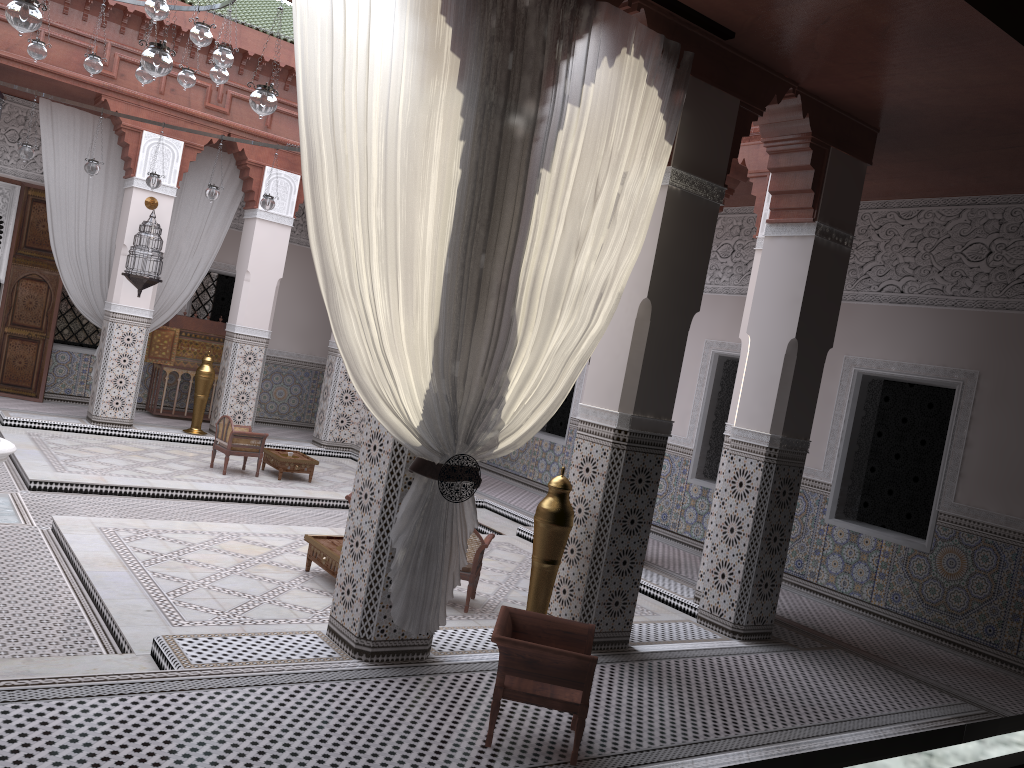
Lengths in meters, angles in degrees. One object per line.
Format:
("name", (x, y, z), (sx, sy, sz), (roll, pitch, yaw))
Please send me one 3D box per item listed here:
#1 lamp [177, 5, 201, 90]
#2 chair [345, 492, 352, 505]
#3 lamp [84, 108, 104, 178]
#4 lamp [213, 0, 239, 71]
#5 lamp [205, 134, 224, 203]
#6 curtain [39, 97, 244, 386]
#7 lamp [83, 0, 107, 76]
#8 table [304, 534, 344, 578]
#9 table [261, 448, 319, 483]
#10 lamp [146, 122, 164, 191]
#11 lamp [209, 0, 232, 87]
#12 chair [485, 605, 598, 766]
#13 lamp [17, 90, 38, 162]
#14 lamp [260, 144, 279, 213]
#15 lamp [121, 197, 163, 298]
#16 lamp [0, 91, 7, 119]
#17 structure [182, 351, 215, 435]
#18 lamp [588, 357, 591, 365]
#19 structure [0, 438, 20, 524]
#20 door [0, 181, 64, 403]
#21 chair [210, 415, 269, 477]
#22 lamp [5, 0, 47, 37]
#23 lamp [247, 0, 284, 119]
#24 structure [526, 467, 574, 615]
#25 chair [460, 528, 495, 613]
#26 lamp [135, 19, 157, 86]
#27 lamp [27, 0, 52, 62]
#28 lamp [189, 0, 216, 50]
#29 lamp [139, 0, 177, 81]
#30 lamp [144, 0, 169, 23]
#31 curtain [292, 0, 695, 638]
("lamp", (-1.399, -1.470, 3.894), (0.091, 0.371, 0.090), (10, 1, -21))
("chair", (-0.545, 0.554, 3.599), (0.263, 0.313, 0.208), (11, 1, 0))
("lamp", (-2.194, -1.273, 4.689), (0.090, 0.371, 0.091), (11, 2, 29))
("lamp", (-1.095, -1.403, 3.445), (0.090, 0.371, 0.091), (11, 1, 9))
("lamp", (-1.598, -1.165, 4.814), (0.091, 0.371, 0.090), (10, 2, -36))
("curtain", (-2.398, -0.721, 5.576), (1.304, 1.761, 0.048), (10, 2, -36))
("lamp", (-1.845, -1.555, 3.959), (0.090, 0.371, 0.091), (11, 2, 29))
("table", (-0.585, 0.645, 3.180), (0.229, 0.142, 0.330), (10, 2, -36))
("table", (-1.293, 0.465, 5.119), (0.229, 0.142, 0.330), (10, 2, -36))
("lamp", (-1.903, -1.221, 4.775), (0.090, 0.371, 0.091), (12, 2, 39))
("lamp", (-1.195, -1.428, 3.721), (0.091, 0.371, 0.090), (11, 1, 4))
("chair", (0.057, 0.682, 2.023), (0.234, 0.252, 0.259), (11, 1, 4))
("lamp", (-2.471, -1.322, 4.552), (0.090, 0.371, 0.091), (11, 1, 19))
("lamp", (-1.293, -1.108, 4.795), (0.091, 0.371, 0.090), (10, 2, -36))
("lamp", (-2.168, -0.820, 5.276), (0.216, 0.618, 0.217), (10, 2, -36))
("lamp", (-2.936, -1.461, 4.886), (0.221, 0.571, 0.220), (10, 2, -36))
("structure", (-2.010, 0.050, 5.753), (0.156, 0.539, 0.156), (10, 2, -30))
("lamp", (0.325, -0.336, 3.064), (0.216, 0.552, 0.221), (10, 2, -36))
("structure", (-2.172, 0.354, 3.414), (0.528, 0.310, 0.501), (10, 2, -36))
("door", (-3.575, -0.704, 5.643), (1.244, 1.461, 0.419), (10, 2, -36))
("chair", (-1.519, 0.340, 4.934), (0.208, 0.313, 0.263), (9, 2, -40))
("lamp", (-1.145, -1.014, 2.108), (0.091, 0.371, 0.090), (10, 1, -21))
("lamp", (-0.688, -0.939, 2.519), (0.091, 0.371, 0.090), (10, 1, -21))
("structure", (0.110, 0.520, 2.738), (0.156, 0.539, 0.156), (10, 1, -19))
("chair", (-0.216, 0.626, 3.191), (0.263, 0.313, 0.208), (11, 1, 5))
("lamp", (-1.615, -1.512, 3.965), (0.091, 0.371, 0.090), (9, 2, -41))
("lamp", (-2.058, -1.593, 3.890), (0.090, 0.371, 0.091), (11, 2, 24))
("lamp", (-1.103, -1.398, 3.214), (0.090, 0.371, 0.091), (11, 2, 29))
("lamp", (-0.903, -0.974, 2.299), (0.091, 0.371, 0.090), (10, 1, -21))
("lamp", (-1.181, -1.408, 3.000), (0.090, 0.371, 0.091), (12, 2, 44))
("curtain", (-0.095, -0.210, 2.277), (1.304, 1.761, 0.137), (10, 2, -36))
